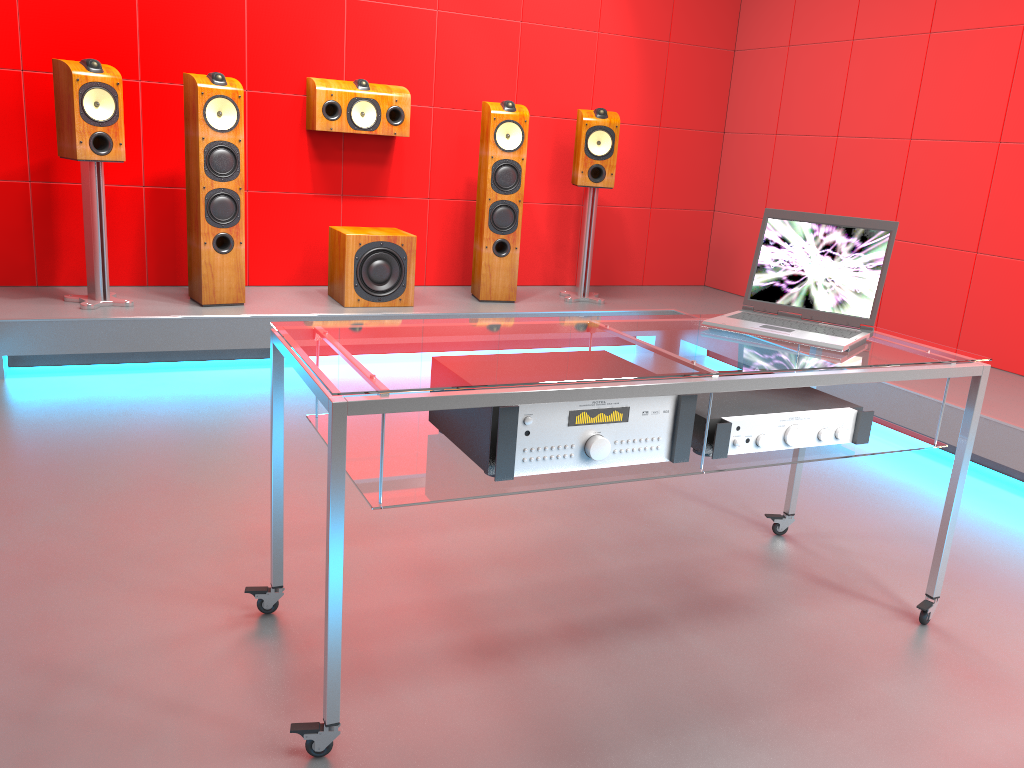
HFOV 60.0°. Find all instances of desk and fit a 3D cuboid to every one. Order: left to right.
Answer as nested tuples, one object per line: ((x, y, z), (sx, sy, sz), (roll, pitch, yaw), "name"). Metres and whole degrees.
((0.254, 0.238, 2.057), (1.617, 0.690, 0.594), (-3, 17, -25), "desk")

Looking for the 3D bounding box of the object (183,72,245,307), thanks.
((-1.386, -0.901, 4.143), (0.203, 1.052, 0.238), (-6, 19, -34), "object")

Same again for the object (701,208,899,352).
((0.705, -0.266, 2.166), (0.342, 0.285, 0.340), (14, 18, 33), "object")

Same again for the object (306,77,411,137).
((-0.800, -1.447, 4.625), (0.493, 0.271, 0.235), (-3, 17, -25), "object")

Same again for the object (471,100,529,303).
((-0.068, -0.977, 4.777), (0.203, 1.052, 0.238), (0, 16, -15), "object")

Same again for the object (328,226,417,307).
((-0.722, -0.604, 4.550), (0.360, 0.360, 0.360), (-3, 17, -25), "object")

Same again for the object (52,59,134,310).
((-1.855, -0.880, 3.925), (0.231, 1.058, 0.265), (-11, 21, -44), "object")

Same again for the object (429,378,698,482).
((0.094, 0.060, 1.851), (0.431, 0.158, 0.371), (-3, 17, -25), "object")

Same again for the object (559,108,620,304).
((0.440, -0.999, 4.987), (0.231, 1.058, 0.265), (3, 15, -6), "object")

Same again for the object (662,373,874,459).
((0.537, 0.067, 2.069), (0.435, 0.092, 0.365), (-3, 17, -25), "object")
